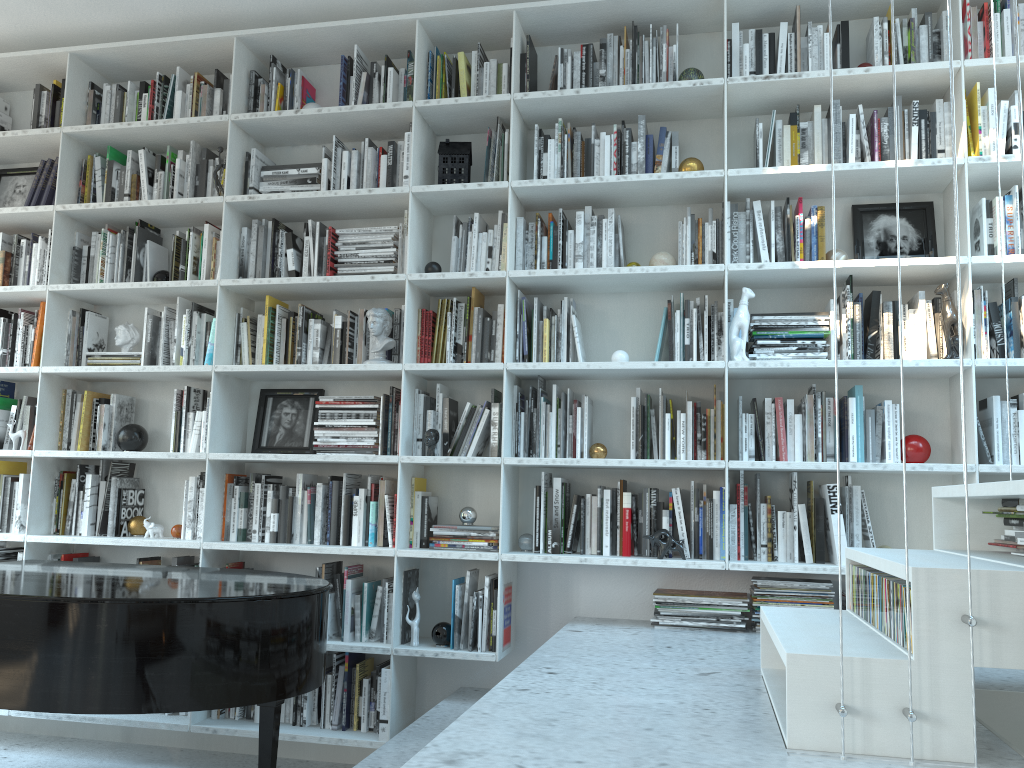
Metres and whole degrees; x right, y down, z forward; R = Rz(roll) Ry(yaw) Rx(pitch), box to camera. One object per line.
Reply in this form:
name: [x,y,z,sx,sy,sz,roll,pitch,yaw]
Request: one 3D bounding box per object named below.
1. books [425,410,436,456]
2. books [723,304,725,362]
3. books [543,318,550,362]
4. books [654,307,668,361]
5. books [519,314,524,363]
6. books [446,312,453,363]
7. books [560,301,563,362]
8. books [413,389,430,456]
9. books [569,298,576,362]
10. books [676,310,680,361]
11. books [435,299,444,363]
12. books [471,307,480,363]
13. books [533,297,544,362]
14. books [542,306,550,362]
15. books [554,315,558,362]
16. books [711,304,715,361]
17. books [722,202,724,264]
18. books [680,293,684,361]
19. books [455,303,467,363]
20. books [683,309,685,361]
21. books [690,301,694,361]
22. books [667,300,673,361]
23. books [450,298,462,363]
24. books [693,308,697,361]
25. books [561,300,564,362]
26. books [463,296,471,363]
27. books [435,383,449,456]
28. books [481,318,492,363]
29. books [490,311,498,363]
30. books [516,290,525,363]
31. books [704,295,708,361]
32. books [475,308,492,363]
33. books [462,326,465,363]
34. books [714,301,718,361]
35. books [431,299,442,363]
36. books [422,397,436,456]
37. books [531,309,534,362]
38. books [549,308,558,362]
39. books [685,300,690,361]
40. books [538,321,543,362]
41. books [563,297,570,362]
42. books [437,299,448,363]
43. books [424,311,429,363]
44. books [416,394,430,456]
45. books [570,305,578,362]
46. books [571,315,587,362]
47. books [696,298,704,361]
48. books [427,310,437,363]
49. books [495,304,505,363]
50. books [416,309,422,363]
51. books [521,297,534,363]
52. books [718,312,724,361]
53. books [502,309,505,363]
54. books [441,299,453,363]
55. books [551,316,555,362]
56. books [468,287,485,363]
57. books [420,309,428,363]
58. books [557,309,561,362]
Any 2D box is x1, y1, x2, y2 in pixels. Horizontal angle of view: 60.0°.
books: [-0.317,0.214,3.684,0.027,0.192,0.182,0,-7,12]
books: [0.836,-0.180,3.488,0.010,0.245,0.158,0,-7,12]
books: [0.153,-0.154,3.616,0.017,0.191,0.191,0,-7,12]
books: [0.599,-0.174,3.554,0.056,0.241,0.153,0,-7,12]
books: [0.053,-0.164,3.667,0.015,0.220,0.155,0,-7,12]
books: [-0.243,-0.169,3.726,0.015,0.231,0.180,0,-7,12]
books: [0.214,-0.190,3.629,0.006,0.269,0.178,0,-7,12]
books: [-0.381,0.171,3.728,0.012,0.284,0.159,0,-7,12]
books: [0.250,-0.198,3.671,0.011,0.300,0.089,0,-7,12]
books: [0.662,-0.166,3.525,0.013,0.219,0.187,0,-7,12]
books: [-0.285,-0.198,3.748,0.035,0.293,0.145,0,-7,12]
books: [-0.132,-0.179,3.709,0.033,0.252,0.175,0,-7,12]
books: [0.112,-0.196,3.632,0.013,0.278,0.192,0,-7,12]
books: [0.145,-0.181,3.652,0.013,0.255,0.144,0,-7,12]
books: [0.189,-0.161,3.627,0.007,0.211,0.158,0,-7,12]
books: [0.794,-0.178,3.509,0.013,0.244,0.159,0,-7,12]
books: [0.839,-0.562,3.529,0.005,0.277,0.182,0,-7,12]
books: [0.679,-0.202,3.542,0.013,0.295,0.154,0,-7,12]
books: [-0.203,-0.189,3.741,0.035,0.278,0.139,0,-7,12]
books: [0.688,-0.169,3.537,0.007,0.229,0.147,0,-7,12]
books: [0.714,-0.186,3.519,0.015,0.259,0.152,0,-7,12]
books: [0.634,-0.188,3.541,0.021,0.264,0.174,0,-7,12]
books: [-0.227,-0.200,3.723,0.019,0.293,0.164,0,-7,12]
books: [0.725,-0.170,3.507,0.012,0.224,0.178,0,-7,12]
books: [0.220,-0.191,3.633,0.006,0.273,0.167,0,-7,12]
books: [-0.166,-0.202,3.696,0.019,0.292,0.182,0,-7,12]
books: [-0.293,0.159,3.701,0.013,0.306,0.141,0,-7,12]
books: [-0.090,-0.157,3.680,0.034,0.204,0.181,0,-7,12]
books: [-0.060,-0.172,3.695,0.028,0.239,0.145,0,-7,12]
books: [0.041,-0.214,3.661,0.006,0.318,0.164,0,-7,12]
books: [0.765,-0.195,3.495,0.012,0.273,0.184,0,-7,12]
books: [-0.115,-0.177,3.679,0.027,0.241,0.189,0,-7,12]
books: [-0.179,-0.141,3.732,0.030,0.181,0.131,0,-7,12]
books: [0.802,-0.184,3.490,0.011,0.252,0.169,0,-7,12]
books: [-0.299,-0.199,3.741,0.035,0.293,0.145,0,-7,12]
books: [-0.339,0.186,3.713,0.028,0.252,0.143,0,-7,12]
books: [0.096,-0.174,3.669,0.007,0.244,0.146,0,-7,12]
books: [0.171,-0.175,3.641,0.008,0.242,0.169,0,-7,12]
books: [0.698,-0.188,3.522,0.018,0.263,0.165,0,-7,12]
books: [0.130,-0.150,3.646,0.014,0.192,0.147,0,-7,12]
books: [0.230,-0.198,3.632,0.013,0.287,0.159,0,-7,12]
books: [-0.275,-0.200,3.731,0.035,0.293,0.145,0,-7,12]
books: [-0.341,-0.173,3.762,0.014,0.244,0.145,0,-7,12]
books: [-0.363,0.182,3.723,0.024,0.263,0.154,0,-7,12]
books: [0.253,-0.180,3.633,0.007,0.253,0.161,0,-7,12]
books: [0.276,-0.161,3.598,0.051,0.210,0.177,0,-7,12]
books: [0.748,-0.193,3.521,0.032,0.274,0.154,0,-7,12]
books: [-0.324,-0.173,3.770,0.013,0.246,0.177,0,-7,12]
books: [-0.037,-0.186,3.687,0.032,0.266,0.143,0,-7,12]
books: [-0.373,-0.178,3.769,0.014,0.253,0.161,0,-7,12]
books: [0.072,-0.198,3.657,0.035,0.287,0.191,0,-7,12]
books: [0.822,-0.162,3.499,0.023,0.212,0.164,0,-7,12]
books: [-0.016,-0.175,3.696,0.019,0.247,0.149,0,-7,12]
books: [-0.260,-0.198,3.743,0.035,0.293,0.145,0,-7,12]
books: [0.181,-0.159,3.637,0.014,0.209,0.157,0,-7,12]
books: [-0.149,-0.221,3.714,0.021,0.337,0.169,0,-7,12]
books: [-0.357,-0.179,3.767,0.015,0.255,0.151,0,-7,12]
books: [0.204,-0.175,3.638,0.017,0.242,0.132,0,-7,12]
